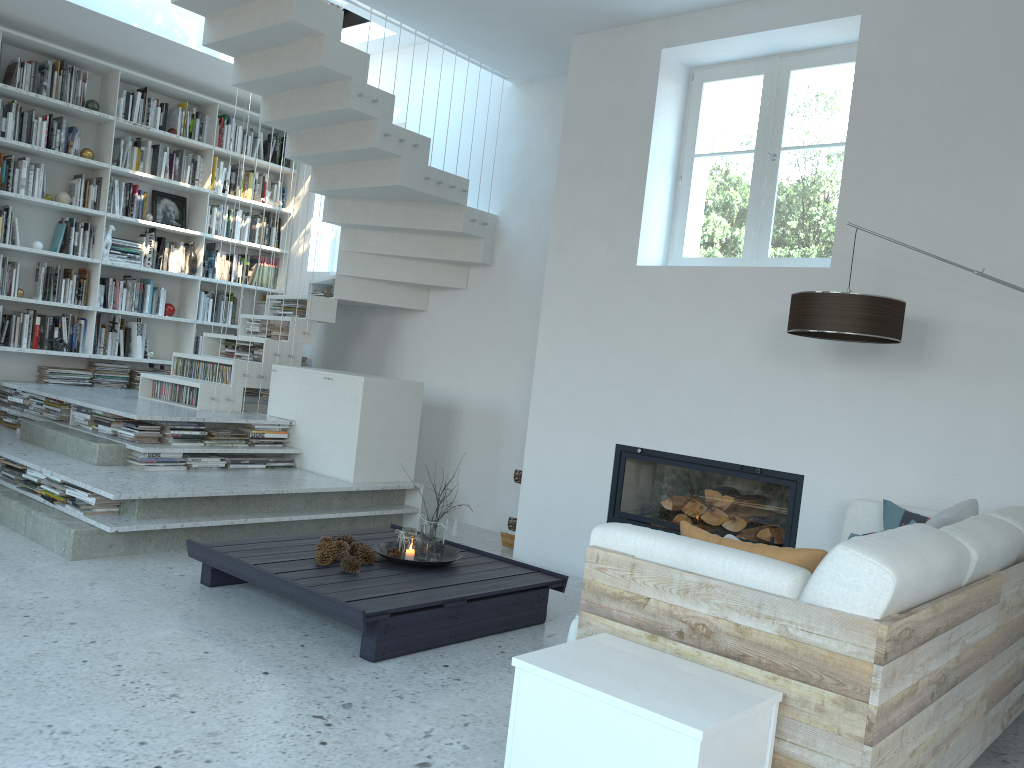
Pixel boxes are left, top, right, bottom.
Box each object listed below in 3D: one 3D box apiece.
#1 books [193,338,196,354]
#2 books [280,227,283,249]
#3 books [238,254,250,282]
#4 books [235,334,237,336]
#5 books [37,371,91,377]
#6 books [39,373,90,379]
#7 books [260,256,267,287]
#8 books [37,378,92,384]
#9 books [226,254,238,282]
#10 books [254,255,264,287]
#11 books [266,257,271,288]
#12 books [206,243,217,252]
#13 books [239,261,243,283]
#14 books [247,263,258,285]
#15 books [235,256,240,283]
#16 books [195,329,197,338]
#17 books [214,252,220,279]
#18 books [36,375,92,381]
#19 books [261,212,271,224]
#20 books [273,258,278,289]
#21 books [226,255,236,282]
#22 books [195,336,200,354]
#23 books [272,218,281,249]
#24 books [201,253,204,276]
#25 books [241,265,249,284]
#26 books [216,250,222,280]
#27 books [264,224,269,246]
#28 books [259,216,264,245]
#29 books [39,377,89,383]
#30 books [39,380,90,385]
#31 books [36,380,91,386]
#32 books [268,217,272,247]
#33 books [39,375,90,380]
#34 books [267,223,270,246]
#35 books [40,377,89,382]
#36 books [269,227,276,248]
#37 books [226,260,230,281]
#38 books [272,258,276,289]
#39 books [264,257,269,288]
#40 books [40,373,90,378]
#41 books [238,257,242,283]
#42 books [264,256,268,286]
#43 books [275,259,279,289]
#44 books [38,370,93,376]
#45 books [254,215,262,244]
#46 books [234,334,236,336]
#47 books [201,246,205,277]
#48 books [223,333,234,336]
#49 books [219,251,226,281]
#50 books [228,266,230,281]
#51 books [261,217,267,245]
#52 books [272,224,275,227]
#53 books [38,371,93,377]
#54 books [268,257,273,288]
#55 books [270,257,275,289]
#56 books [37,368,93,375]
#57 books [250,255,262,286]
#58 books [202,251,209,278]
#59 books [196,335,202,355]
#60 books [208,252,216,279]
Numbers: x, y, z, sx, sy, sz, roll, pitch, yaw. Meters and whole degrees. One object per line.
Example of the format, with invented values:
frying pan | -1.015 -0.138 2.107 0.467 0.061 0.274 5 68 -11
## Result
books | -2.773 -0.292 7.601 0.164 0.214 0.031 8 2 41
books | -2.191 -1.347 8.226 0.184 0.219 0.021 8 2 41
books | -2.436 -1.030 8.007 0.169 0.278 0.026 8 2 40
books | -2.471 -0.301 7.989 0.141 0.288 0.047 8 2 41
books | -3.494 -0.074 6.934 0.193 0.007 0.346 7 1 38
books | -3.504 -0.060 6.937 0.195 0.008 0.308 7 1 41
books | -2.313 -1.026 8.113 0.169 0.293 0.018 8 2 40
books | -3.498 -0.022 6.928 0.346 0.007 0.193 6 1 -44
books | -2.518 -1.029 7.911 0.171 0.259 0.029 8 2 41
books | -2.339 -1.029 8.104 0.169 0.294 0.033 8 2 40
books | -2.285 -1.024 8.161 0.169 0.293 0.018 8 2 40
books | -2.646 -1.073 7.762 0.141 0.322 0.012 8 2 40
books | -2.478 -0.999 7.983 0.138 0.207 0.014 8 2 40
books | -2.394 -0.992 8.044 0.167 0.217 0.089 8 2 41
books | -2.495 -1.024 7.949 0.160 0.254 0.012 8 2 40
books | -2.766 -0.331 7.625 0.144 0.293 0.011 8 2 40
books | -2.623 -1.032 7.765 0.180 0.246 0.026 8 2 41
books | -3.502 -0.045 6.934 0.193 0.007 0.346 7 1 39
books | -2.277 -1.412 8.146 0.140 0.330 0.013 8 2 40
books | -2.233 -1.019 8.212 0.169 0.293 0.018 8 2 40
books | -2.527 -1.024 7.885 0.181 0.247 0.022 8 2 41
books | -2.746 -0.299 7.622 0.183 0.233 0.014 8 2 41
books | -2.206 -1.386 8.200 0.186 0.292 0.042 8 2 41
books | -2.722 -1.038 7.680 0.147 0.239 0.010 8 2 40
books | -2.437 -0.981 7.972 0.190 0.181 0.024 8 2 41
books | -2.615 -1.041 7.790 0.157 0.265 0.022 8 2 40
books | -2.293 -1.353 8.098 0.188 0.211 0.025 8 2 41
books | -2.323 -1.389 8.064 0.187 0.277 0.013 8 2 40
books | -3.500 -0.029 6.930 0.195 0.008 0.308 7 1 45
books | -3.502 -0.015 6.931 0.195 0.008 0.308 7 1 37
books | -3.502 -0.007 6.930 0.193 0.007 0.346 7 1 45
books | -2.265 -1.387 8.151 0.149 0.283 0.013 8 2 40
books | -3.495 -0.051 6.929 0.195 0.008 0.308 7 1 36
books | -2.283 -1.357 8.123 0.177 0.220 0.025 8 2 41
books | -3.503 -0.038 6.933 0.195 0.008 0.308 7 1 43
books | -2.244 -1.340 8.157 0.192 0.195 0.029 8 2 41
books | -2.560 -0.998 7.843 0.169 0.189 0.023 8 2 41
books | -2.253 -1.021 8.205 0.169 0.293 0.018 8 2 40
books | -2.300 -1.025 8.150 0.169 0.293 0.018 8 2 40
books | -3.491 -0.066 6.931 0.308 0.008 0.195 6 1 -44
books | -2.486 -1.021 7.965 0.133 0.249 0.025 8 2 40
books | -2.312 -1.027 8.136 0.169 0.293 0.018 8 2 40
books | -2.229 -1.019 8.233 0.169 0.293 0.018 8 2 40
books | -3.488 -0.089 6.930 0.193 0.007 0.346 7 1 36
books | -2.334 -1.393 8.056 0.151 0.283 0.012 8 2 40
books | -2.531 -0.305 7.929 0.159 0.285 0.012 8 2 40
books | -2.720 -1.059 7.693 0.147 0.279 0.010 8 2 40
books | -2.537 -0.305 7.896 0.159 0.285 0.012 8 2 40
books | -2.581 -1.036 7.812 0.176 0.261 0.056 8 2 41
books | -2.559 -0.995 7.877 0.137 0.184 0.030 8 2 41
books | -2.308 -1.383 8.078 0.173 0.268 0.028 8 2 41
books | -2.251 -1.359 8.199 0.130 0.230 0.024 8 2 40
books | -3.495 -0.082 6.935 0.193 0.007 0.346 7 1 43
books | -2.276 -1.023 8.177 0.169 0.293 0.018 8 2 40
books | -2.261 -1.022 8.188 0.169 0.293 0.018 8 2 40
books | -3.494 -0.097 6.935 0.193 0.007 0.346 7 1 43
books | -2.364 -1.029 8.075 0.169 0.291 0.072 8 2 41
books | -2.697 -1.035 7.722 0.144 0.236 0.066 8 2 41
books | -2.733 -0.300 7.640 0.151 0.238 0.030 8 2 41
books | -2.648 -1.033 7.738 0.170 0.243 0.022 8 2 41
